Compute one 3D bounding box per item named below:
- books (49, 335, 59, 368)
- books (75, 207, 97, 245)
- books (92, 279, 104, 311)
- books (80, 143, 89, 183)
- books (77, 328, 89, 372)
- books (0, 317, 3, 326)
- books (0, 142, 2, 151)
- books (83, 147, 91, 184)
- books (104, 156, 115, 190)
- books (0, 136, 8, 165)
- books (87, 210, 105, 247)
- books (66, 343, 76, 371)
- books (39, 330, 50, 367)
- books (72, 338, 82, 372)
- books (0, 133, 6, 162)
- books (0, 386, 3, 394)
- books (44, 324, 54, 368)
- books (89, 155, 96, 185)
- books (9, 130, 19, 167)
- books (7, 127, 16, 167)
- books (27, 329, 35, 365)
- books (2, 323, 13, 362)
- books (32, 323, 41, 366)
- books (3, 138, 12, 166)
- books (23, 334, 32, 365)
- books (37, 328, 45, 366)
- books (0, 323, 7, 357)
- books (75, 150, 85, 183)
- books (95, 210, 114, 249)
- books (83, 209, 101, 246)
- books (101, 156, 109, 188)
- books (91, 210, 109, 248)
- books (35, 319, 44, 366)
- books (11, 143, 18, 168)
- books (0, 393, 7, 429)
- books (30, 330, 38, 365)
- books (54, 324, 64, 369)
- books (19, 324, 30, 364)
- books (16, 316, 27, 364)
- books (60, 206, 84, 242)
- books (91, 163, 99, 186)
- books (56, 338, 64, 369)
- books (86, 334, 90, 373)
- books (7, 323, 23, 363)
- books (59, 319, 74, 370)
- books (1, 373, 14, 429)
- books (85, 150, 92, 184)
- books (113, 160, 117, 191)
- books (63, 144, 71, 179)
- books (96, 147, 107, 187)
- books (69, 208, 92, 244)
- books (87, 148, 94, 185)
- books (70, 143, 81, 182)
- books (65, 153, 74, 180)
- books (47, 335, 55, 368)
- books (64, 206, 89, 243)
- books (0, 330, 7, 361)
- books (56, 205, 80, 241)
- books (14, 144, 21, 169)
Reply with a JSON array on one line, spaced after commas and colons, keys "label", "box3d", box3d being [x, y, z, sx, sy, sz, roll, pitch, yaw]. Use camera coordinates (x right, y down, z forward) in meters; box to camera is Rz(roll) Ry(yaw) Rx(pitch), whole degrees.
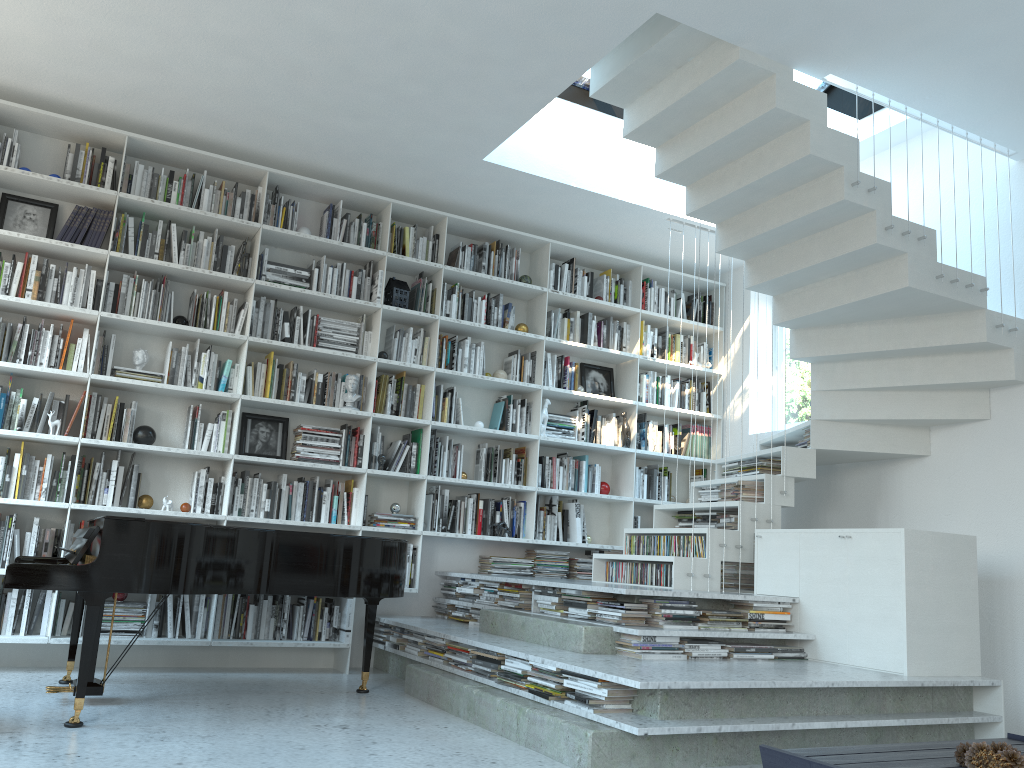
[{"label": "books", "box3d": [-2.665, -0.163, 5.156, 0.021, 0.220, 0.148, 9, -12, -27]}, {"label": "books", "box3d": [-2.561, -0.905, 5.309, 0.097, 0.282, 0.174, 9, -12, -27]}, {"label": "books", "box3d": [-2.465, -0.495, 5.265, 0.039, 0.202, 0.236, 9, -12, -27]}, {"label": "books", "box3d": [-2.600, -1.289, 5.379, 0.014, 0.320, 0.137, 9, -12, -27]}, {"label": "books", "box3d": [-2.532, -0.174, 5.227, 0.027, 0.285, 0.148, 9, -12, -27]}, {"label": "books", "box3d": [-2.916, -0.231, 5.027, 0.011, 0.270, 0.158, 9, -12, -27]}, {"label": "books", "box3d": [-2.990, -1.290, 5.147, 0.026, 0.182, 0.161, 9, -12, -27]}, {"label": "books", "box3d": [-2.583, -1.271, 5.368, 0.013, 0.283, 0.167, 9, -12, -27]}, {"label": "books", "box3d": [-2.467, -1.239, 5.417, 0.031, 0.254, 0.178, 9, -12, -27]}, {"label": "books", "box3d": [-2.959, -1.304, 5.162, 0.013, 0.219, 0.181, 9, -12, -27]}, {"label": "books", "box3d": [-2.523, -0.897, 5.356, 0.079, 0.285, 0.174, 9, -12, -27]}, {"label": "books", "box3d": [-2.585, -0.133, 5.187, 0.030, 0.183, 0.152, 9, -12, -27]}, {"label": "books", "box3d": [-2.714, -0.180, 5.144, 0.028, 0.242, 0.132, 9, -12, -27]}, {"label": "books", "box3d": [-2.557, -0.148, 5.204, 0.031, 0.223, 0.145, 9, -12, -27]}, {"label": "books", "box3d": [-2.973, -1.321, 5.168, 0.013, 0.252, 0.129, 9, -12, -27]}, {"label": "books", "box3d": [-2.897, 0.143, 4.978, 0.031, 0.255, 0.143, 9, -12, -27]}, {"label": "books", "box3d": [-2.681, -0.197, 5.132, 0.015, 0.274, 0.157, 9, -12, -27]}, {"label": "books", "box3d": [-2.562, -1.249, 5.396, 0.013, 0.254, 0.129, 9, -12, -27]}, {"label": "books", "box3d": [-2.931, -1.330, 5.210, 0.015, 0.292, 0.131, 9, -12, -27]}, {"label": "books", "box3d": [-2.935, -1.338, 5.195, 0.007, 0.300, 0.145, 9, -12, -26]}, {"label": "books", "box3d": [-2.761, -0.187, 5.090, 0.013, 0.228, 0.177, 9, -12, -27]}, {"label": "books", "box3d": [-2.868, -0.211, 5.040, 0.023, 0.242, 0.184, 9, -12, -27]}, {"label": "books", "box3d": [-2.741, -0.203, 5.111, 0.012, 0.271, 0.145, 9, -12, -27]}, {"label": "books", "box3d": [-2.941, -1.300, 5.163, 0.021, 0.213, 0.173, 9, -12, -27]}, {"label": "books", "box3d": [-2.784, -0.176, 5.092, 0.021, 0.204, 0.130, 9, -12, -27]}, {"label": "books", "box3d": [-2.727, -0.189, 5.128, 0.011, 0.251, 0.139, 9, -12, -27]}, {"label": "books", "box3d": [-2.894, -0.214, 5.017, 0.024, 0.237, 0.167, 9, -12, -27]}, {"label": "books", "box3d": [-2.609, -1.261, 5.340, 0.028, 0.248, 0.155, 9, -12, -27]}, {"label": "books", "box3d": [-2.474, -0.893, 5.360, 0.079, 0.285, 0.174, 9, -12, -27]}, {"label": "books", "box3d": [-2.541, -0.901, 5.342, 0.079, 0.285, 0.174, 9, -12, -27]}, {"label": "books", "box3d": [-2.496, -1.244, 5.418, 0.022, 0.260, 0.152, 9, -12, -27]}, {"label": "books", "box3d": [-2.501, -0.894, 5.362, 0.079, 0.285, 0.174, 9, -12, -27]}, {"label": "books", "box3d": [-2.737, -0.215, 5.133, 0.011, 0.303, 0.130, 9, -12, -27]}, {"label": "books", "box3d": [-2.913, -1.286, 5.192, 0.014, 0.201, 0.171, 9, -12, -27]}, {"label": "books", "box3d": [-2.858, 0.166, 4.962, 0.029, 0.207, 0.189, 9, -12, -27]}, {"label": "books", "box3d": [-2.755, -0.183, 5.105, 0.013, 0.227, 0.152, 9, -12, -27]}, {"label": "books", "box3d": [-2.649, -0.195, 5.175, 0.015, 0.292, 0.144, 9, -12, -27]}, {"label": "books", "box3d": [-2.800, -0.204, 5.087, 0.021, 0.256, 0.156, 9, -12, -27]}, {"label": "books", "box3d": [-2.809, -0.229, 5.075, 0.013, 0.299, 0.152, 9, -12, -27]}, {"label": "books", "box3d": [-2.637, -0.911, 5.292, 0.110, 0.279, 0.174, 9, -12, -27]}, {"label": "books", "box3d": [-2.536, -1.219, 5.378, 0.027, 0.190, 0.177, 9, -12, -27]}, {"label": "books", "box3d": [-2.633, -0.152, 5.160, 0.013, 0.203, 0.161, 9, -12, -27]}, {"label": "books", "box3d": [-2.505, -0.155, 5.240, 0.036, 0.257, 0.123, 9, -12, -27]}, {"label": "books", "box3d": [-2.845, -0.210, 5.073, 0.048, 0.256, 0.142, 9, -12, -27]}, {"label": "books", "box3d": [-2.608, -0.208, 5.182, 0.035, 0.325, 0.170, 9, -12, -27]}, {"label": "books", "box3d": [-2.852, 0.112, 5.012, 0.011, 0.335, 0.153, 9, -12, -27]}, {"label": "books", "box3d": [-2.568, -1.262, 5.361, 0.010, 0.263, 0.157, 9, -12, -27]}, {"label": "books", "box3d": [-2.442, -1.230, 5.446, 0.039, 0.251, 0.147, 9, -12, -27]}, {"label": "books", "box3d": [-2.681, -1.283, 5.326, 0.013, 0.277, 0.151, 9, -12, -27]}, {"label": "books", "box3d": [-2.505, -1.269, 5.390, 0.025, 0.296, 0.163, 9, -12, -27]}, {"label": "books", "box3d": [-2.597, -0.904, 5.313, 0.110, 0.279, 0.174, 9, -12, -27]}, {"label": "books", "box3d": [-2.558, -1.265, 5.367, 0.011, 0.274, 0.184, 9, -12, -27]}, {"label": "books", "box3d": [-2.632, -1.280, 5.332, 0.024, 0.279, 0.188, 9, -12, -27]}, {"label": "books", "box3d": [-2.659, -1.253, 5.318, 0.028, 0.218, 0.153, 9, -12, -27]}, {"label": "books", "box3d": [-2.678, -0.165, 5.145, 0.012, 0.217, 0.160, 9, -12, -27]}, {"label": "books", "box3d": [-2.609, -0.910, 5.287, 0.110, 0.279, 0.174, 9, -12, -27]}, {"label": "books", "box3d": [-2.893, -0.192, 5.045, 0.010, 0.204, 0.139, 9, -12, -27]}, {"label": "books", "box3d": [-2.653, -0.916, 5.274, 0.110, 0.279, 0.174, 9, -12, -27]}, {"label": "books", "box3d": [-2.906, -1.287, 5.208, 0.013, 0.209, 0.136, 9, -12, -27]}]
